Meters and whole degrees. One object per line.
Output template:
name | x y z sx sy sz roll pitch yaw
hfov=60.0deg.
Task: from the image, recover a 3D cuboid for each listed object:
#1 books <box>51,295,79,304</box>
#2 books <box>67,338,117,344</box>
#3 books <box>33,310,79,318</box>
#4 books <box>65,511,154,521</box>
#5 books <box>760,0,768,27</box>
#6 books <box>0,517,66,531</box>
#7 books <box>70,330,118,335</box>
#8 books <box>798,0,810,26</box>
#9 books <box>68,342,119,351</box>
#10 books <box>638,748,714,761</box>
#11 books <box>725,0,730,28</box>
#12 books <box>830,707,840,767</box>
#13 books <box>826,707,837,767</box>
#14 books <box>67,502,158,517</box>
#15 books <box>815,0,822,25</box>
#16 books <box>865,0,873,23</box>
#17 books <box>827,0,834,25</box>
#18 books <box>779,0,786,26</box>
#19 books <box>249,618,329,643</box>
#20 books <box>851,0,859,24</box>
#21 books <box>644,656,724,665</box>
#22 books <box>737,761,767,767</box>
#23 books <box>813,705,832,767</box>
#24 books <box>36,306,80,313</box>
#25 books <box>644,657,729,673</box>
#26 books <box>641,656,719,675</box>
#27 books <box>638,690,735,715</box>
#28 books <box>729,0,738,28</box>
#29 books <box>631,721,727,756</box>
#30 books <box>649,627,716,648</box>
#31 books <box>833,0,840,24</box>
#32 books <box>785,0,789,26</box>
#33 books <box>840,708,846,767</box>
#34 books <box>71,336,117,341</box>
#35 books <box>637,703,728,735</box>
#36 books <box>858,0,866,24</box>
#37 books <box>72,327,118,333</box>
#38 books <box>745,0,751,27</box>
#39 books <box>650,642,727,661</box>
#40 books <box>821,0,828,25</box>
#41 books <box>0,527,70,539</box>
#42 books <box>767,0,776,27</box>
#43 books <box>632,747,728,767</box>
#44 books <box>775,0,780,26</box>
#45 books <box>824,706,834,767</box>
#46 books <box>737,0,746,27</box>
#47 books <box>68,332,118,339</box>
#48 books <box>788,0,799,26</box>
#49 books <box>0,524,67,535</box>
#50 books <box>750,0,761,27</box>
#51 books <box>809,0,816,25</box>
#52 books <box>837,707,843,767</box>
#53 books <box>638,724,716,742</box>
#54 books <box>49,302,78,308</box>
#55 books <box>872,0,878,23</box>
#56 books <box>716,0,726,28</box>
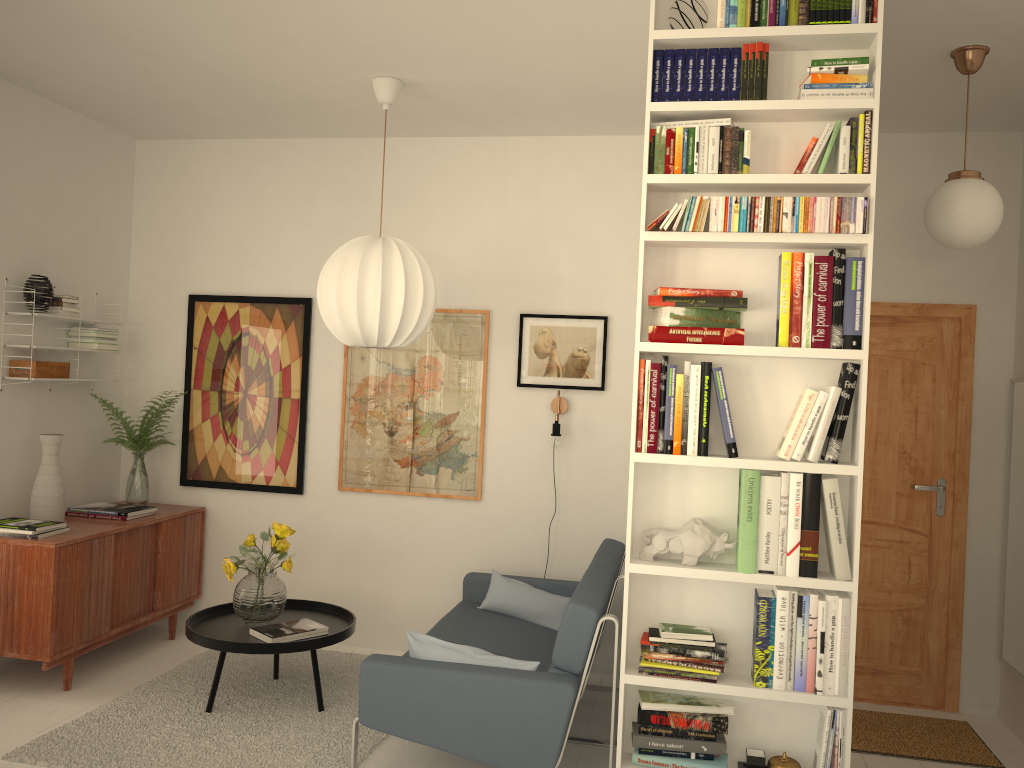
books | -2.358 -0.441 4.601 0.178 0.036 0.145 3 0 4
books | -2.321 -0.237 4.906 0.168 0.021 0.197 3 0 14
books | -2.369 -0.365 4.613 0.159 0.028 0.147 3 0 8
books | -2.167 0.695 4.783 0.371 0.022 0.259 3 0 11
books | 0.819 -1.198 2.907 0.024 0.148 0.188 3 0 11
books | -2.299 0.660 4.179 0.311 0.015 0.192 3 0 15
books | -2.311 -0.287 4.913 0.153 0.013 0.197 3 0 14
books | 0.938 -1.195 2.878 0.032 0.152 0.200 3 0 11
books | -2.314 -0.208 4.912 0.179 0.037 0.190 3 0 11
books | 0.538 1.190 2.936 0.241 0.024 0.168 3 0 6
books | 0.709 -1.202 2.928 0.013 0.146 0.208 3 0 11
books | 1.023 1.138 2.833 0.008 0.256 0.184 3 0 11
books | 0.999 1.138 2.809 0.033 0.258 0.130 3 0 11
books | -2.151 0.675 4.786 0.368 0.020 0.255 3 0 14
books | 0.974 -1.181 2.842 0.017 0.130 0.150 3 0 11
books | 1.128 -1.184 2.846 0.021 0.151 0.228 3 0 11
books | 1.008 -1.180 2.835 0.017 0.130 0.150 3 0 11
books | 0.872 -1.190 2.888 0.019 0.137 0.201 3 0 11
books | -1.008 1.119 4.018 0.289 0.031 0.200 2 0 -45
books | 1.080 -1.187 2.821 0.019 0.157 0.150 3 0 11
books | 0.562 0.889 2.919 0.250 0.008 0.135 3 0 8
books | 0.828 1.247 2.810 0.215 0.023 0.130 3 0 11
books | 0.986 1.137 2.846 0.034 0.257 0.209 3 0 11
books | -2.360 -0.389 4.614 0.158 0.019 0.131 3 0 13
books | 0.584 0.901 2.934 0.255 0.014 0.197 3 0 21
books | 0.555 0.912 2.913 0.248 0.009 0.171 3 0 14
books | 0.569 1.043 2.933 0.297 0.024 0.162 3 0 2
books | 0.721 -1.197 2.900 0.023 0.137 0.161 3 0 11
books | 0.545 1.158 2.919 0.297 0.039 0.165 3 0 6
books | 0.558 0.828 2.926 0.212 0.017 0.165 3 0 9
books | 1.025 -1.179 2.832 0.017 0.130 0.150 3 0 11
books | 0.887 -1.196 2.892 0.009 0.151 0.208 3 0 11
books | 1.034 1.138 2.809 0.011 0.256 0.139 3 0 11
books | -2.317 -0.253 4.922 0.147 0.012 0.195 3 0 9
books | 0.561 1.080 2.919 0.285 0.047 0.185 3 0 11
books | 1.108 -1.187 2.854 0.020 0.156 0.229 3 0 11
books | -2.305 -0.300 4.910 0.147 0.016 0.195 3 0 9
books | 0.771 -1.196 2.919 0.018 0.141 0.206 3 0 11
books | 0.585 0.861 2.918 0.235 0.025 0.163 3 0 18
books | 0.991 -1.181 2.838 0.017 0.130 0.150 3 0 11
books | -2.302 0.692 4.180 0.320 0.020 0.237 3 0 7
books | 0.843 -1.201 2.910 0.024 0.156 0.227 3 0 11
books | 0.560 1.225 2.931 0.297 0.038 0.204 3 0 16
books | 0.860 -1.200 2.902 0.012 0.158 0.220 3 0 11
books | 0.996 1.137 2.846 0.030 0.256 0.198 3 0 11
books | 0.753 -1.193 2.937 0.025 0.131 0.253 3 0 11
books | -2.316 -0.270 4.907 0.173 0.023 0.190 3 0 11
books | 0.909 -1.196 2.899 0.032 0.154 0.212 3 0 11
books | -2.311 0.675 4.181 0.296 0.015 0.240 3 0 11
books | 0.790 -1.198 2.896 0.028 0.147 0.192 3 0 11
books | 0.957 -1.182 2.845 0.017 0.130 0.150 3 0 11
books | 1.027 1.137 2.820 0.007 0.257 0.181 3 0 11
books | 0.541 1.122 2.920 0.247 0.039 0.143 3 0 8
books | -2.370 -0.411 4.609 0.155 0.024 0.136 3 0 4
books | 1.148 -1.185 2.864 0.014 0.154 0.260 3 0 11
books | 0.686 -1.204 2.915 0.026 0.149 0.155 3 0 11
